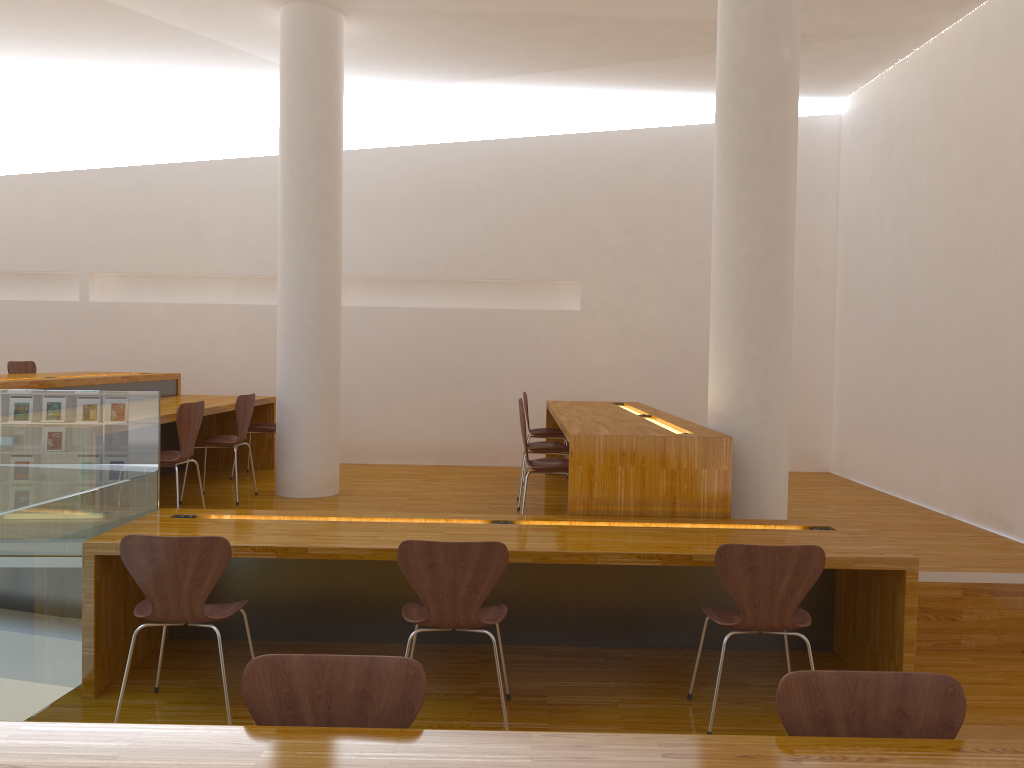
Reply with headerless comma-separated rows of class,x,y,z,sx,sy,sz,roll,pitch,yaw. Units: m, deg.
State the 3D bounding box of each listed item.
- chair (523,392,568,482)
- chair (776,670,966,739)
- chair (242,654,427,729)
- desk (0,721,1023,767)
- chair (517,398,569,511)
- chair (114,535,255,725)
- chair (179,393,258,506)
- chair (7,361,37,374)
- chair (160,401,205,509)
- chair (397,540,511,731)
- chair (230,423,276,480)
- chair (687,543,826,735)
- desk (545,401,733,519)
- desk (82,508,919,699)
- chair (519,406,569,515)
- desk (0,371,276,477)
chair,0.270,0.414,6.882,0.381,0.693,0.428,1,2,0
chair,0.737,0.952,1.682,0.428,0.693,0.381,1,2,0
chair,-0.381,0.930,1.724,0.428,0.693,0.381,1,2,0
desk,-0.253,1.156,1.119,3.236,0.918,1.285,1,2,0
chair,0.227,0.448,5.763,0.381,0.693,0.428,1,2,0
chair,-1.182,0.868,3.275,0.428,0.693,0.381,1,2,0
chair,-1.898,0.409,5.771,0.381,0.693,0.428,1,2,0
chair,-3.643,0.171,6.890,0.381,0.693,0.428,1,2,0
chair,-1.902,0.439,4.800,0.381,0.693,0.428,1,2,0
chair,-0.211,0.886,3.272,0.428,0.693,0.381,1,2,0
chair,-1.932,0.374,6.889,0.381,0.693,0.428,1,2,0
chair,0.908,0.905,3.306,0.428,0.693,0.381,1,2,0
desk,0.652,0.495,5.739,0.760,0.606,3.185,1,2,0
desk,-0.049,0.922,3.761,3.185,0.606,0.760,1,2,0
chair,0.223,0.478,4.792,0.381,0.693,0.428,1,2,0
desk,-2.721,0.351,5.713,1.527,0.785,3.243,1,2,0
